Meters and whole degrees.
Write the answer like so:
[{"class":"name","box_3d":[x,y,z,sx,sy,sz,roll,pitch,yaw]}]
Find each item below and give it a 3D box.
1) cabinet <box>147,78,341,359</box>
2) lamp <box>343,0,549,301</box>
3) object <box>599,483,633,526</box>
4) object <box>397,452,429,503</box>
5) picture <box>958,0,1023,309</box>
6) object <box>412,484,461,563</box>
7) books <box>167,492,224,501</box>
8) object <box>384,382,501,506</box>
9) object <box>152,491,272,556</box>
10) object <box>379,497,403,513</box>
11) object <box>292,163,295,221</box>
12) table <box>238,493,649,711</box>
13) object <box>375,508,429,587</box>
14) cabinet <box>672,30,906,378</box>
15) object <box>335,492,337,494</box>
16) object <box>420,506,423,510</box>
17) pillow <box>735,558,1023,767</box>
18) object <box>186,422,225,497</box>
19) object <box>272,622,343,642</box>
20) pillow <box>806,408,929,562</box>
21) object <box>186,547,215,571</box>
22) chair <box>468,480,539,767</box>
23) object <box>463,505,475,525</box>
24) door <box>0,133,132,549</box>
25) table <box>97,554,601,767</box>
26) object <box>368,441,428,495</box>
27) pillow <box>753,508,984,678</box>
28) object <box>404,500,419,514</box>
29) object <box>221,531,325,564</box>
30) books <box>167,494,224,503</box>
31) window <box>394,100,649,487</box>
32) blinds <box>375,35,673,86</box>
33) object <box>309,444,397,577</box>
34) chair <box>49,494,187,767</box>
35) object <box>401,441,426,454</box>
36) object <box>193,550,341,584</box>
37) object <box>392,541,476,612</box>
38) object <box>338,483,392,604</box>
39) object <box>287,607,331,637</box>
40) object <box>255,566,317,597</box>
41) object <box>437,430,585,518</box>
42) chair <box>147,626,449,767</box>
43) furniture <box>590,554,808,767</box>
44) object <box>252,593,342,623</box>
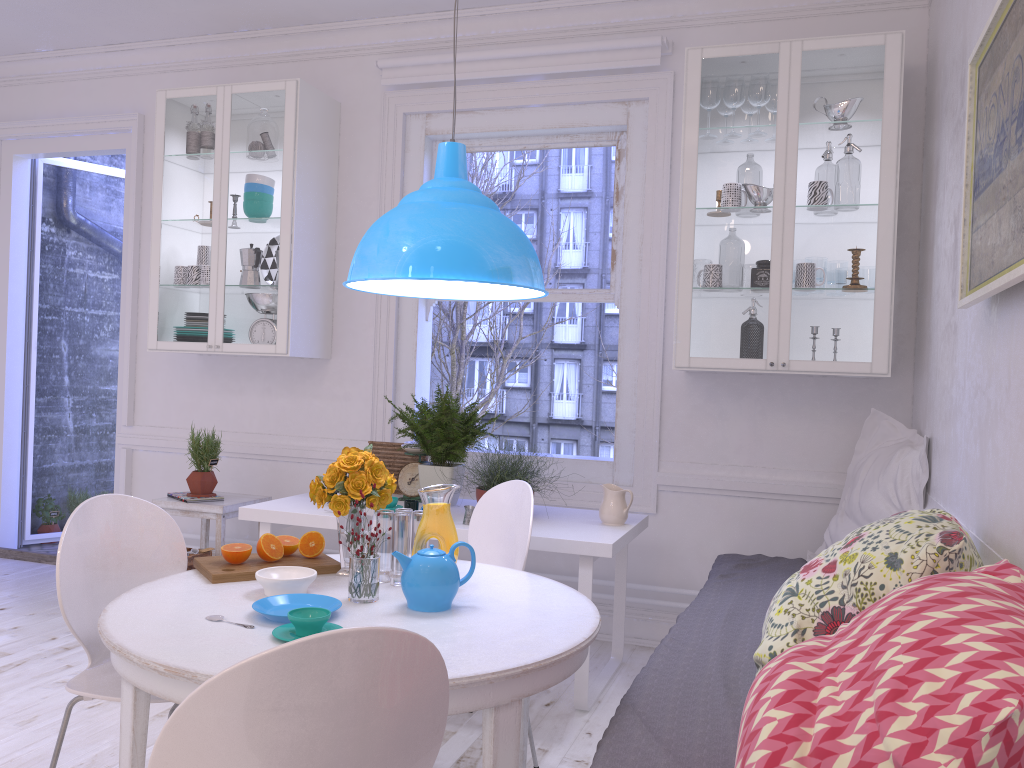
[{"class":"cabinet","box_3d":[-1.359,-0.800,4.474,0.823,1.311,0.425,2,0,18]},{"class":"lamp","box_3d":[-0.143,-1.230,2.454,0.568,1.948,0.568,2,1,-38]},{"class":"object","box_3d":[0.406,0.473,3.482,0.127,0.152,0.115,2,0,1]},{"class":"object","box_3d":[-0.418,0.410,3.947,0.159,0.208,0.185,2,0,18]},{"class":"picture","box_3d":[0.996,-0.506,1.778,0.020,0.629,0.971,2,0,18]},{"class":"object","box_3d":[-0.196,0.392,2.278,0.116,0.267,0.094,2,1,-45]},{"class":"books","box_3d":[-1.524,0.537,4.270,0.180,0.007,0.246,2,1,-42]},{"class":"object","box_3d":[-0.311,0.255,3.791,0.438,0.527,0.368,2,0,18]},{"class":"object","box_3d":[-1.492,0.821,4.225,0.418,0.534,0.599,2,0,18]},{"class":"object","box_3d":[-0.498,0.485,3.569,0.121,0.055,0.121,2,1,-31]},{"class":"object","box_3d":[-1.353,-0.800,4.494,0.811,0.651,0.376,2,0,18]},{"class":"table","box_3d":[-0.267,0.831,3.644,1.514,0.619,0.736,2,0,18]},{"class":"object","box_3d":[-0.290,0.428,2.336,0.122,0.186,0.101,2,1,-42]},{"class":"cabinet","box_3d":[1.124,-0.696,3.647,0.823,1.311,0.425,2,0,18]},{"class":"object","box_3d":[-0.733,0.479,3.681,0.079,0.048,0.082,2,0,-22]},{"class":"object","box_3d":[-0.317,0.485,3.391,0.069,0.058,0.080,2,0,-9]},{"class":"pillow","box_3d":[0.615,0.510,1.409,0.491,0.424,0.587,2,0,21]},{"class":"object","box_3d":[-1.470,0.352,4.243,0.186,0.367,0.196,2,1,-27]},{"class":"object","box_3d":[-0.420,0.514,1.830,0.147,0.011,0.147,2,0,21]},{"class":"pillow","box_3d":[1.394,0.415,3.380,0.374,0.642,0.677,2,0,-11]},{"class":"object","box_3d":[-1.541,0.780,4.023,0.358,0.110,0.211,2,0,21]},{"class":"chair","box_3d":[-0.197,0.729,2.794,0.483,0.845,0.604,2,1,-26]},{"class":"object","box_3d":[-0.152,0.495,3.341,0.066,0.067,0.052,2,0,19]},{"class":"door","box_3d":[-2.466,-0.202,5.650,1.009,2.474,1.021,2,0,18]},{"class":"table","box_3d":[-0.372,0.834,2.118,1.140,0.629,1.140,2,1,-43]},{"class":"object","box_3d":[-0.531,0.390,4.097,0.294,0.237,0.028,2,0,18]},{"class":"pillow","box_3d":[0.834,0.509,2.057,0.509,0.447,0.592,2,0,23]},{"class":"object","box_3d":[-0.386,0.480,3.351,0.055,0.077,0.070,3,1,44]},{"class":"object","box_3d":[-0.664,0.445,2.443,0.285,0.075,0.129,2,1,-35]},{"class":"books","box_3d":[-1.524,0.546,4.270,0.180,0.011,0.246,2,1,-42]},{"class":"window","box_3d":[0.045,-0.440,4.362,1.234,1.782,0.181,2,0,18]},{"class":"blinds","box_3d":[0.017,-1.510,4.178,1.451,0.131,0.136,2,0,18]},{"class":"object","box_3d":[-0.427,0.340,2.391,0.234,0.351,0.235,2,0,-17]},{"class":"chair","box_3d":[-0.822,0.710,2.167,0.483,0.845,0.604,2,0,18]},{"class":"object","box_3d":[-0.414,0.283,3.958,0.163,0.047,0.164,2,0,-22]},{"class":"object","box_3d":[-0.665,0.494,2.418,0.347,0.024,0.224,2,1,-32]},{"class":"object","box_3d":[-0.185,0.451,2.099,0.156,0.151,0.150,2,0,22]},{"class":"object","box_3d":[-0.349,0.377,2.126,0.128,0.287,0.128,2,0,20]},{"class":"object","box_3d":[-0.419,0.493,1.830,0.088,0.043,0.088,2,1,26]},{"class":"object","box_3d":[-0.552,0.486,2.166,0.147,0.052,0.147,2,1,-29]},{"class":"object","box_3d":[-0.006,0.366,3.587,0.668,0.367,0.531,3,1,43]},{"class":"chair","box_3d":[-0.377,0.734,1.350,0.604,0.845,0.483,2,1,-37]},{"class":"furniture","box_3d":[0.664,0.936,2.078,0.769,0.508,3.296,2,0,18]},{"class":"object","box_3d":[-0.480,0.504,1.984,0.196,0.023,0.196,2,0,6]}]
